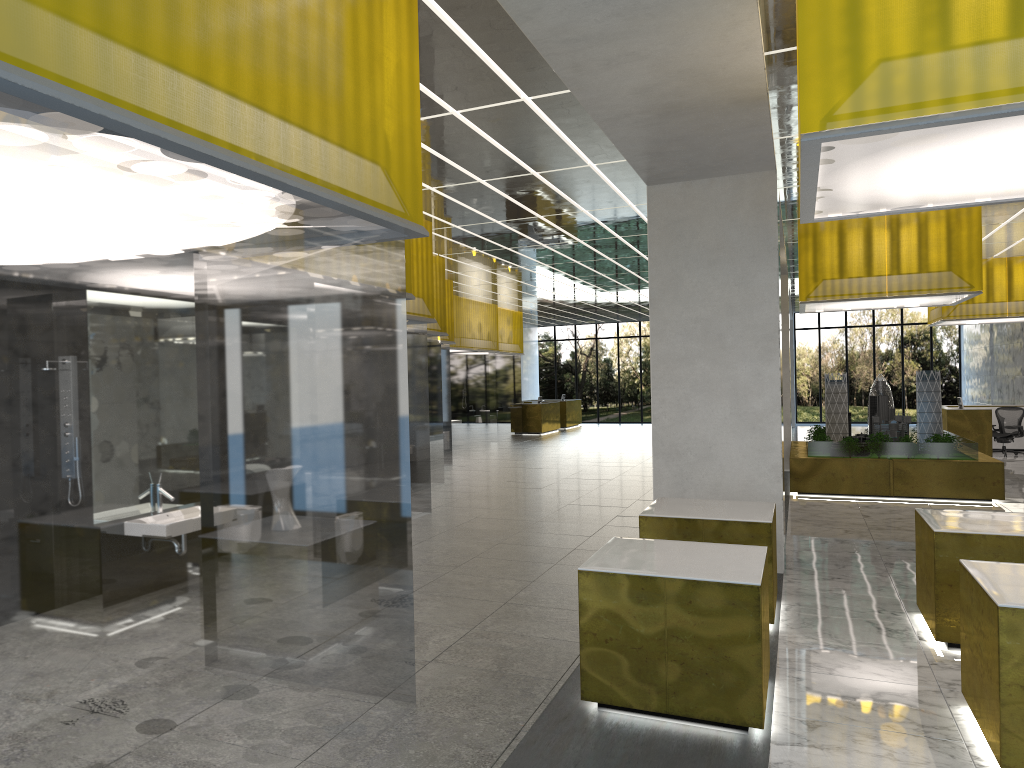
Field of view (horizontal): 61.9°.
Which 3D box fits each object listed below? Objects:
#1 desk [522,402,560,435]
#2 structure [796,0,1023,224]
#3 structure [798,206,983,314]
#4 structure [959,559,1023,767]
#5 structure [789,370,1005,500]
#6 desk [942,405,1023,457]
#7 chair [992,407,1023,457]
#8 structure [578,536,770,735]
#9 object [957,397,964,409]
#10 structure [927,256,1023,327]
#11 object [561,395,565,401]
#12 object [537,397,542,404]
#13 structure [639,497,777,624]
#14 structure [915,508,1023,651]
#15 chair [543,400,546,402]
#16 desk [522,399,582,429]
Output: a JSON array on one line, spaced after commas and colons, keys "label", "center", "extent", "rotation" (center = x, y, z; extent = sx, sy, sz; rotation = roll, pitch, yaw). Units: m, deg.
[{"label": "desk", "center": [0.470, 1.716, 43.538], "extent": [3.344, 1.508, 3.357], "rotation": [-1, 0, 23]}, {"label": "structure", "center": [3.817, -2.722, 6.122], "extent": [3.384, 2.269, 3.126], "rotation": [-1, 0, 23]}, {"label": "structure", "center": [8.046, -2.872, 18.700], "extent": [3.384, 2.269, 3.127], "rotation": [-1, 0, 23]}, {"label": "structure", "center": [3.973, 1.971, 5.799], "extent": [1.419, 1.173, 1.391], "rotation": [-1, 0, 23]}, {"label": "structure", "center": [8.577, 0.997, 19.894], "extent": [4.021, 2.571, 4.966], "rotation": [-1, 0, 22]}, {"label": "desk", "center": [14.977, 1.453, 26.210], "extent": [3.344, 1.508, 3.357], "rotation": [-1, 0, 23]}, {"label": "chair", "center": [15.053, 1.447, 26.017], "extent": [0.968, 1.494, 1.194], "rotation": [-2, 1, -43]}, {"label": "structure", "center": [1.390, 2.025, 7.118], "extent": [1.419, 1.173, 1.391], "rotation": [-1, 0, 23]}, {"label": "object", "center": [14.135, 0.751, 26.643], "extent": [0.572, 0.667, 0.723], "rotation": [-1, 1, 22]}, {"label": "structure", "center": [14.836, -3.059, 26.183], "extent": [3.384, 2.269, 3.004], "rotation": [-1, 0, 23]}, {"label": "object", "center": [2.762, 0.927, 47.496], "extent": [0.572, 0.667, 0.724], "rotation": [-1, 1, 22]}, {"label": "object", "center": [1.279, 0.980, 43.086], "extent": [0.572, 0.667, 0.723], "rotation": [-1, 1, 22]}, {"label": "structure", "center": [2.258, 1.994, 9.700], "extent": [1.419, 1.173, 1.391], "rotation": [-1, 0, 23]}, {"label": "structure", "center": [4.843, 1.940, 8.386], "extent": [1.419, 1.173, 1.391], "rotation": [-1, 0, 23]}, {"label": "chair", "center": [2.110, 1.655, 47.763], "extent": [1.230, 1.494, 0.939], "rotation": [-1, 1, 40]}, {"label": "desk", "center": [1.940, 1.664, 47.910], "extent": [3.344, 1.508, 3.357], "rotation": [-1, 0, 23]}]
